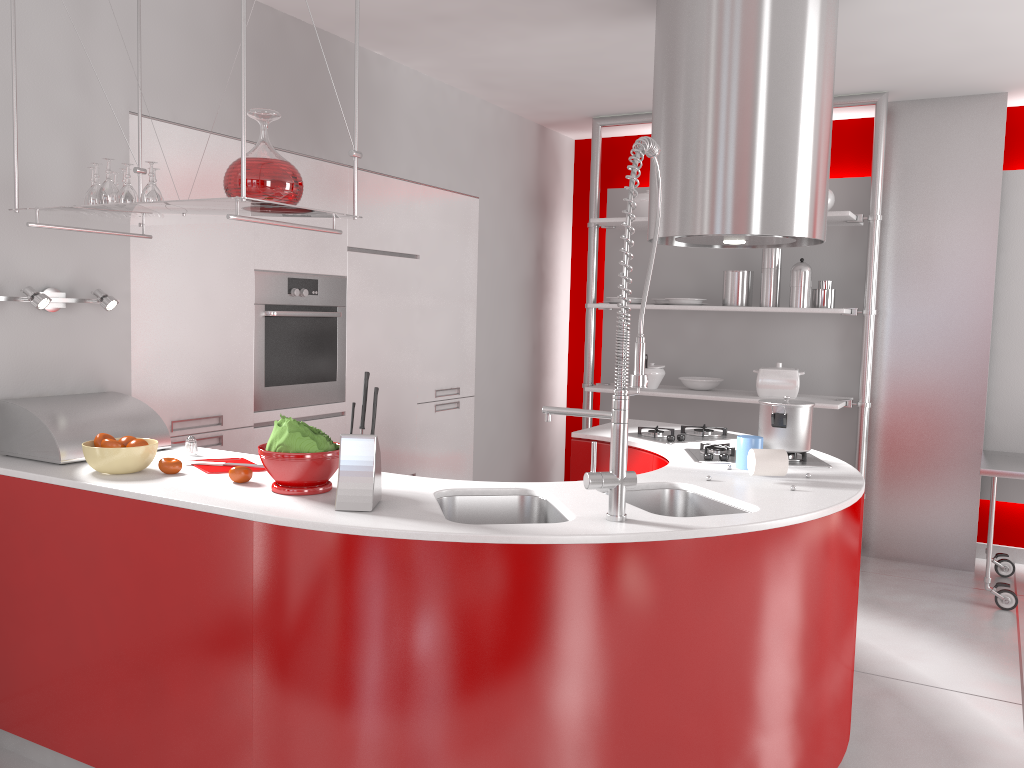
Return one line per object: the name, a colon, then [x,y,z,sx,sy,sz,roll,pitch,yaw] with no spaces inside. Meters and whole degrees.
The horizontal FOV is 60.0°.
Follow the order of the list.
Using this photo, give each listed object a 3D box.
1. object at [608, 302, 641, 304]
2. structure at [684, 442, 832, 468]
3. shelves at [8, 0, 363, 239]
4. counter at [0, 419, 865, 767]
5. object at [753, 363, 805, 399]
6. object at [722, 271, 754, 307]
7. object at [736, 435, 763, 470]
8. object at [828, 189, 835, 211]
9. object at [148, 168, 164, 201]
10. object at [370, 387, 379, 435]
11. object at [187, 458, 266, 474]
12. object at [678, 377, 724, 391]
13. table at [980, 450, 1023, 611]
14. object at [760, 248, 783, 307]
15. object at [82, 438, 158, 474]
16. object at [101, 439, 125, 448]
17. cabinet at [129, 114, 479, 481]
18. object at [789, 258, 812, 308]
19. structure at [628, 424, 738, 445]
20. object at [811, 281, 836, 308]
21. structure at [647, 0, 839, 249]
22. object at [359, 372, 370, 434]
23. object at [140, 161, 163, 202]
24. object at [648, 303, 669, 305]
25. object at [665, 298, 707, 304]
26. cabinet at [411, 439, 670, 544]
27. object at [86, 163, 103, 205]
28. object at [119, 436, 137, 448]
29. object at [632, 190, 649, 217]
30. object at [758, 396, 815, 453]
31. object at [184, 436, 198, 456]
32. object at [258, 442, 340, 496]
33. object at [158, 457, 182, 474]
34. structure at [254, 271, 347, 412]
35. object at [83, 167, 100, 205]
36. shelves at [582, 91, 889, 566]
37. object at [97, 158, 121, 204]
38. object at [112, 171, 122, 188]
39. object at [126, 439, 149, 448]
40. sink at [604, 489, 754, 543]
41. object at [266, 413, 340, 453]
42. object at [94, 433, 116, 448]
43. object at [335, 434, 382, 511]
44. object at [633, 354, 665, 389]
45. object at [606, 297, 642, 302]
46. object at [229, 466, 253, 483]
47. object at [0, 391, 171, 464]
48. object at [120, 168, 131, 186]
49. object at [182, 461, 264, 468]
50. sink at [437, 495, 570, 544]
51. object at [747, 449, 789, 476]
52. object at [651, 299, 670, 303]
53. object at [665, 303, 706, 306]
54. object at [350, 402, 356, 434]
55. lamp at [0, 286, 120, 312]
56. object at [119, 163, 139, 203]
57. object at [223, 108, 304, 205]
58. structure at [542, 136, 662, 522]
object: [0.696,-0.492,5.425,0.280,0.015,0.280,-1,5,-24]
structure: [0.851,0.242,3.106,0.457,0.037,0.303,2,5,4]
shelves: [-0.933,-0.953,2.522,0.934,1.023,0.462,4,5,28]
counter: [-0.132,0.698,2.840,2.865,0.880,1.868,-1,5,-28]
object: [1.536,-0.025,5.113,0.282,0.197,0.235,3,5,18]
object: [1.305,-0.551,5.149,0.184,0.205,0.172,5,6,34]
object: [0.744,0.214,2.792,0.080,0.100,0.109,2,5,2]
object: [1.671,-1.049,5.006,0.287,0.222,0.287,0,5,-17]
object: [-1.081,-0.578,2.678,0.060,0.141,0.060,4,5,28]
object: [-0.348,0.150,2.206,0.012,0.279,0.130,1,5,0]
object: [-0.865,0.247,2.685,0.168,0.006,0.266,-2,6,-35]
object: [1.155,0.001,5.427,0.272,0.072,0.272,1,5,-7]
table: [3.111,0.772,4.204,1.627,0.682,0.749,4,5,30]
object: [1.463,-0.597,5.010,0.109,0.329,0.110,4,5,26]
object: [-1.130,0.212,2.561,0.201,0.086,0.201,4,5,29]
object: [-1.146,0.182,2.548,0.065,0.052,0.062,3,5,13]
cabinet: [-1.060,-0.027,4.385,0.614,2.026,2.398,4,5,28]
object: [1.592,-0.556,4.887,0.115,0.274,0.115,3,5,21]
structure: [0.713,0.197,3.620,0.457,0.037,0.303,-1,5,-31]
object: [1.761,-0.503,5.012,0.127,0.157,0.127,5,6,39]
structure: [0.845,-1.001,3.278,0.644,0.958,0.644,1,5,-5]
object: [-0.374,0.133,2.214,0.014,0.322,0.150,1,5,0]
object: [-1.039,-0.567,2.556,0.060,0.141,0.060,4,5,28]
object: [0.987,-0.492,5.519,0.280,0.015,0.280,-1,5,-24]
object: [1.024,-0.481,5.230,0.244,0.042,0.244,3,5,13]
cabinet: [-0.347,0.647,3.003,1.875,0.761,1.025,0,5,-16]
object: [-1.221,-0.576,2.608,0.060,0.141,0.060,2,5,5]
object: [-1.129,0.178,2.608,0.066,0.049,0.062,4,5,25]
object: [0.816,-1.088,5.406,0.231,0.191,0.231,0,5,-21]
object: [0.952,0.135,3.087,0.189,0.185,0.218,1,5,-9]
object: [-1.032,0.199,2.852,0.043,0.066,0.042,6,6,41]
object: [-0.560,0.225,2.368,0.229,0.118,0.228,1,5,0]
object: [-0.982,0.236,2.548,0.065,0.047,0.063,4,5,28]
structure: [-0.921,-0.193,3.956,0.050,0.589,0.599,4,5,28]
object: [-1.269,-0.584,2.691,0.060,0.141,0.060,4,5,28]
shelves: [1.229,-0.326,5.269,1.735,2.599,0.535,4,5,28]
object: [-1.144,-0.567,2.518,0.060,0.141,0.060,2,5,5]
object: [-1.237,-0.590,2.770,0.060,0.141,0.060,4,5,28]
object: [-1.082,0.183,2.560,0.066,0.049,0.062,5,6,36]
sink: [0.435,0.413,2.405,0.326,0.172,0.428,0,5,-22]
object: [-0.549,0.172,2.359,0.198,0.182,0.193,5,6,34]
object: [-1.188,0.173,2.591,0.055,0.058,0.066,3,5,14]
object: [-0.378,0.211,2.193,0.091,0.178,0.137,2,5,2]
object: [0.840,-0.078,5.425,0.192,0.214,0.192,3,5,15]
object: [0.696,-0.506,5.424,0.244,0.042,0.244,3,5,13]
object: [-0.747,0.248,2.444,0.064,0.048,0.063,2,5,7]
object: [-1.367,0.131,2.862,0.300,0.170,0.400,4,5,28]
object: [-1.178,-0.583,2.703,0.060,0.141,0.060,4,5,28]
object: [-0.809,0.243,2.674,0.375,0.008,0.041,2,5,5]
sink: [-0.032,0.412,2.267,0.326,0.172,0.428,1,5,-10]
object: [0.763,0.233,2.664,0.100,0.080,0.109,1,5,-2]
object: [0.987,-0.506,5.518,0.244,0.042,0.244,3,5,20]
object: [1.023,-0.468,5.231,0.280,0.015,0.280,-1,5,-32]
object: [-0.402,0.146,2.207,0.009,0.197,0.091,1,5,0]
lamp: [-1.439,-0.270,2.856,0.155,0.081,0.454,4,5,28]
object: [-1.127,-0.573,2.602,0.060,0.141,0.060,4,5,28]
object: [-0.679,-0.610,2.427,0.213,0.266,0.213,-2,6,-33]
structure: [0.249,-0.139,2.149,0.308,0.920,0.178,0,5,-18]
